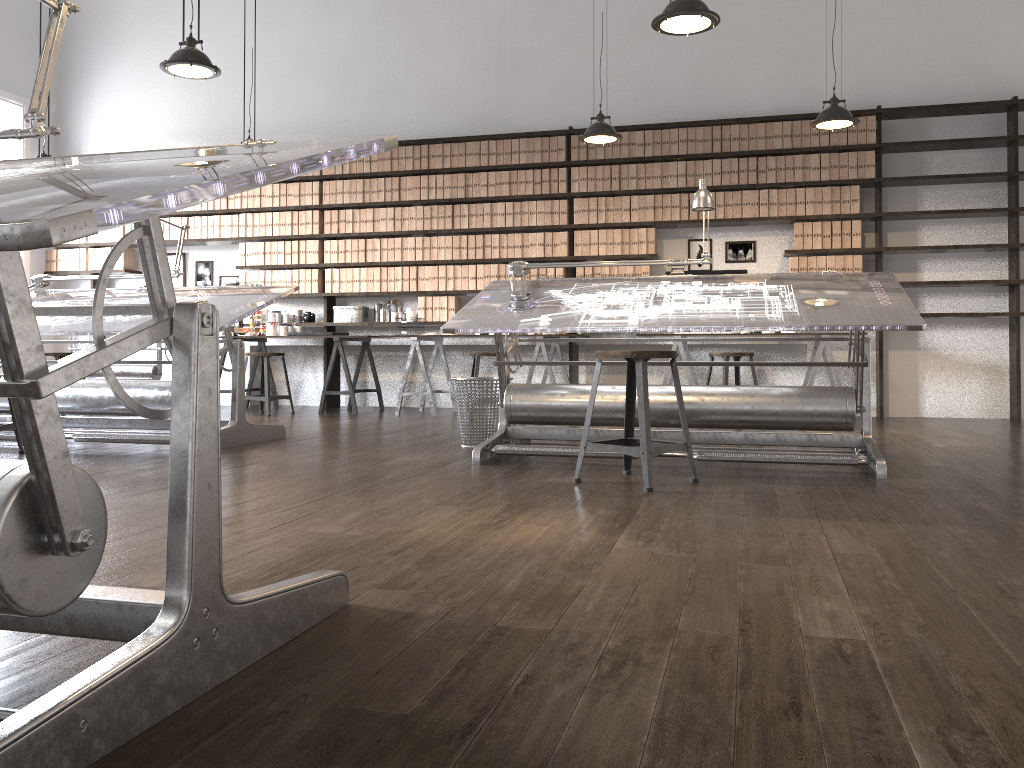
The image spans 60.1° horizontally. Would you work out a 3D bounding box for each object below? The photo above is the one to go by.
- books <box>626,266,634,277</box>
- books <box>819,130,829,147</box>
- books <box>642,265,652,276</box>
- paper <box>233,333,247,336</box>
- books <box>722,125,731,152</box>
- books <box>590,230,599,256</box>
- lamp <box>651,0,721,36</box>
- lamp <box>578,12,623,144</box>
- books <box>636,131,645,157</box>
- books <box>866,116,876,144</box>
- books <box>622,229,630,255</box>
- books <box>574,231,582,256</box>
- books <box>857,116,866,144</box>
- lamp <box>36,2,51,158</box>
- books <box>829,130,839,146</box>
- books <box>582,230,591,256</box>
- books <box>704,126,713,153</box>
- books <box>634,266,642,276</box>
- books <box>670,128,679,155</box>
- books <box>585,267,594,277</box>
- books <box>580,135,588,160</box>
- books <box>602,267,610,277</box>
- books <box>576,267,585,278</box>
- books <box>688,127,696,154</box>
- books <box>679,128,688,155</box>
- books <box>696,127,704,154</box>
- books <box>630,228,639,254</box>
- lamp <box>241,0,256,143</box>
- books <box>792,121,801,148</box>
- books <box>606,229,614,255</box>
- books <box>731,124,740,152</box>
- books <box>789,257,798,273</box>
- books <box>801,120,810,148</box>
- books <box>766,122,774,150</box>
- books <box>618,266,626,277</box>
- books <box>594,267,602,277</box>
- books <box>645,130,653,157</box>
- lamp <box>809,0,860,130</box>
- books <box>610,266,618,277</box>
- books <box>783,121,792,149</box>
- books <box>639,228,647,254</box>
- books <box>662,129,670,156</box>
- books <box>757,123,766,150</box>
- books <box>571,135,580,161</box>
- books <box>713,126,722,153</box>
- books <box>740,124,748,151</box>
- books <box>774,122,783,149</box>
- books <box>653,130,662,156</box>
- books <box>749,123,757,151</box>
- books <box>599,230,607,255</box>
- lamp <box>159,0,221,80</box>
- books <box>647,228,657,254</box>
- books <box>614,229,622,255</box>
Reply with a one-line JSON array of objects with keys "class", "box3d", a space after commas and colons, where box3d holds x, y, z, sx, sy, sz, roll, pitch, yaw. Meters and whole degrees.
[{"class": "books", "box3d": [1.018, -0.925, 7.543, 0.067, 0.226, 0.174, 0, 0, 15]}, {"class": "books", "box3d": [2.520, -2.010, 7.160, 0.067, 0.226, 0.174, 0, 0, 15]}, {"class": "books", "box3d": [1.144, -0.924, 7.512, 0.067, 0.226, 0.174, 0, 0, 15]}, {"class": "paper", "box3d": [-2.460, -0.447, 8.032, 0.155, 0.038, 0.137, 0, 2, 0]}, {"class": "books", "box3d": [1.784, -2.018, 7.365, 0.067, 0.226, 0.174, 0, 0, 15]}, {"class": "books", "box3d": [0.722, -1.203, 7.629, 0.067, 0.226, 0.174, 0, 0, 15]}, {"class": "lamp", "box3d": [0.796, -2.775, 4.084, 0.310, 2.254, 0.312, -1, -1, 40]}, {"class": "lamp", "box3d": [0.624, -2.849, 6.261, 0.310, 2.254, 0.312, -1, -1, 40]}, {"class": "books", "box3d": [1.102, -2.024, 7.544, 0.067, 0.226, 0.174, 0, 0, 15]}, {"class": "books", "box3d": [2.859, -2.007, 7.072, 0.067, 0.226, 0.174, 0, 0, 15]}, {"class": "books", "box3d": [0.984, -1.201, 7.563, 0.067, 0.226, 0.174, 0, 0, 15]}, {"class": "books", "box3d": [0.589, -1.205, 7.671, 0.067, 0.226, 0.174, 0, 0, 15]}, {"class": "books", "box3d": [2.793, -2.008, 7.094, 0.067, 0.226, 0.174, 0, 0, 15]}, {"class": "lamp", "box3d": [-3.948, -2.891, 7.485, 0.311, 2.254, 0.312, 0, -1, -5]}, {"class": "books", "box3d": [2.590, -2.010, 7.141, 0.067, 0.226, 0.174, 0, 0, 15]}, {"class": "books", "box3d": [0.656, -1.204, 7.651, 0.067, 0.226, 0.174, 0, 0, 15]}, {"class": "books", "box3d": [1.640, -2.019, 7.403, 0.067, 0.226, 0.174, 0, 0, 15]}, {"class": "books", "box3d": [1.084, -0.925, 7.530, 0.067, 0.226, 0.174, 0, 0, 15]}, {"class": "books", "box3d": [1.375, -2.021, 7.471, 0.067, 0.226, 0.174, 0, 0, 15]}, {"class": "books", "box3d": [0.675, -0.929, 7.636, 0.067, 0.226, 0.174, 0, 0, 15]}, {"class": "books", "box3d": [0.633, -2.028, 7.668, 0.067, 0.226, 0.174, 0, 0, 15]}, {"class": "books", "box3d": [0.816, -0.927, 7.599, 0.067, 0.226, 0.174, 0, 0, 15]}, {"class": "books", "box3d": [0.605, -0.929, 7.661, 0.067, 0.226, 0.174, 0, 0, 15]}, {"class": "books", "box3d": [1.514, -2.020, 7.430, 0.067, 0.226, 0.174, 0, 0, 15]}, {"class": "books", "box3d": [1.444, -2.020, 7.449, 0.067, 0.226, 0.174, 0, 0, 15]}, {"class": "books", "box3d": [1.576, -2.019, 7.418, 0.067, 0.226, 0.174, 0, 0, 15]}, {"class": "books", "box3d": [1.052, -1.200, 7.545, 0.067, 0.226, 0.174, 0, 0, 15]}, {"class": "lamp", "box3d": [-2.066, -2.873, 6.983, 0.311, 2.254, 0.312, 0, -1, -5]}, {"class": "books", "box3d": [2.317, -2.013, 7.220, 0.067, 0.226, 0.174, 0, 0, 15]}, {"class": "books", "box3d": [0.854, -1.202, 7.597, 0.067, 0.226, 0.174, 0, 0, 15]}, {"class": "books", "box3d": [1.851, -2.017, 7.342, 0.067, 0.226, 0.174, 0, 0, 15]}, {"class": "books", "box3d": [2.290, -0.914, 7.202, 0.067, 0.226, 0.174, 0, 0, 15]}, {"class": "books", "box3d": [2.385, -2.012, 7.204, 0.067, 0.226, 0.174, 0, 0, 15]}, {"class": "books", "box3d": [2.118, -2.014, 7.273, 0.067, 0.226, 0.174, 0, 0, 15]}, {"class": "books", "box3d": [0.954, -0.926, 7.566, 0.067, 0.226, 0.174, 0, 0, 15]}, {"class": "books", "box3d": [0.749, -0.928, 7.622, 0.067, 0.226, 0.174, 0, 0, 15]}, {"class": "books", "box3d": [1.171, -2.023, 7.524, 0.067, 0.226, 0.174, 0, 0, 15]}, {"class": "lamp", "box3d": [2.125, -2.835, 5.857, 0.310, 2.254, 0.312, -1, -1, 40]}, {"class": "books", "box3d": [0.886, -0.927, 7.585, 0.067, 0.226, 0.174, 0, 0, 15]}, {"class": "books", "box3d": [2.248, -2.013, 7.234, 0.067, 0.226, 0.174, 0, 0, 15]}, {"class": "books", "box3d": [1.120, -1.200, 7.523, 0.067, 0.226, 0.174, 0, 0, 15]}, {"class": "books", "box3d": [1.308, -2.022, 7.493, 0.067, 0.226, 0.174, 0, 0, 15]}, {"class": "books", "box3d": [2.053, -2.015, 7.286, 0.067, 0.226, 0.174, 0, 0, 15]}, {"class": "books", "box3d": [0.563, -2.029, 7.693, 0.067, 0.226, 0.174, 0, 0, 15]}, {"class": "books", "box3d": [1.710, -2.018, 7.379, 0.067, 0.226, 0.174, 0, 0, 15]}, {"class": "books", "box3d": [1.921, -2.016, 7.327, 0.067, 0.226, 0.174, 0, 0, 15]}, {"class": "books", "box3d": [2.179, -2.014, 7.255, 0.067, 0.226, 0.174, 0, 0, 15]}, {"class": "books", "box3d": [1.240, -2.023, 7.509, 0.067, 0.226, 0.174, 0, 0, 15]}, {"class": "books", "box3d": [1.989, -2.016, 7.309, 0.067, 0.226, 0.174, 0, 0, 15]}, {"class": "books", "box3d": [0.793, -1.203, 7.612, 0.067, 0.226, 0.174, 0, 0, 15]}, {"class": "lamp", "box3d": [-1.719, -2.799, 4.759, 0.310, 2.254, 0.312, -1, -1, 35]}, {"class": "books", "box3d": [1.190, -1.199, 7.509, 0.067, 0.226, 0.174, 0, 0, 15]}, {"class": "books", "box3d": [0.917, -1.201, 7.575, 0.067, 0.226, 0.174, 0, 0, 15]}]
